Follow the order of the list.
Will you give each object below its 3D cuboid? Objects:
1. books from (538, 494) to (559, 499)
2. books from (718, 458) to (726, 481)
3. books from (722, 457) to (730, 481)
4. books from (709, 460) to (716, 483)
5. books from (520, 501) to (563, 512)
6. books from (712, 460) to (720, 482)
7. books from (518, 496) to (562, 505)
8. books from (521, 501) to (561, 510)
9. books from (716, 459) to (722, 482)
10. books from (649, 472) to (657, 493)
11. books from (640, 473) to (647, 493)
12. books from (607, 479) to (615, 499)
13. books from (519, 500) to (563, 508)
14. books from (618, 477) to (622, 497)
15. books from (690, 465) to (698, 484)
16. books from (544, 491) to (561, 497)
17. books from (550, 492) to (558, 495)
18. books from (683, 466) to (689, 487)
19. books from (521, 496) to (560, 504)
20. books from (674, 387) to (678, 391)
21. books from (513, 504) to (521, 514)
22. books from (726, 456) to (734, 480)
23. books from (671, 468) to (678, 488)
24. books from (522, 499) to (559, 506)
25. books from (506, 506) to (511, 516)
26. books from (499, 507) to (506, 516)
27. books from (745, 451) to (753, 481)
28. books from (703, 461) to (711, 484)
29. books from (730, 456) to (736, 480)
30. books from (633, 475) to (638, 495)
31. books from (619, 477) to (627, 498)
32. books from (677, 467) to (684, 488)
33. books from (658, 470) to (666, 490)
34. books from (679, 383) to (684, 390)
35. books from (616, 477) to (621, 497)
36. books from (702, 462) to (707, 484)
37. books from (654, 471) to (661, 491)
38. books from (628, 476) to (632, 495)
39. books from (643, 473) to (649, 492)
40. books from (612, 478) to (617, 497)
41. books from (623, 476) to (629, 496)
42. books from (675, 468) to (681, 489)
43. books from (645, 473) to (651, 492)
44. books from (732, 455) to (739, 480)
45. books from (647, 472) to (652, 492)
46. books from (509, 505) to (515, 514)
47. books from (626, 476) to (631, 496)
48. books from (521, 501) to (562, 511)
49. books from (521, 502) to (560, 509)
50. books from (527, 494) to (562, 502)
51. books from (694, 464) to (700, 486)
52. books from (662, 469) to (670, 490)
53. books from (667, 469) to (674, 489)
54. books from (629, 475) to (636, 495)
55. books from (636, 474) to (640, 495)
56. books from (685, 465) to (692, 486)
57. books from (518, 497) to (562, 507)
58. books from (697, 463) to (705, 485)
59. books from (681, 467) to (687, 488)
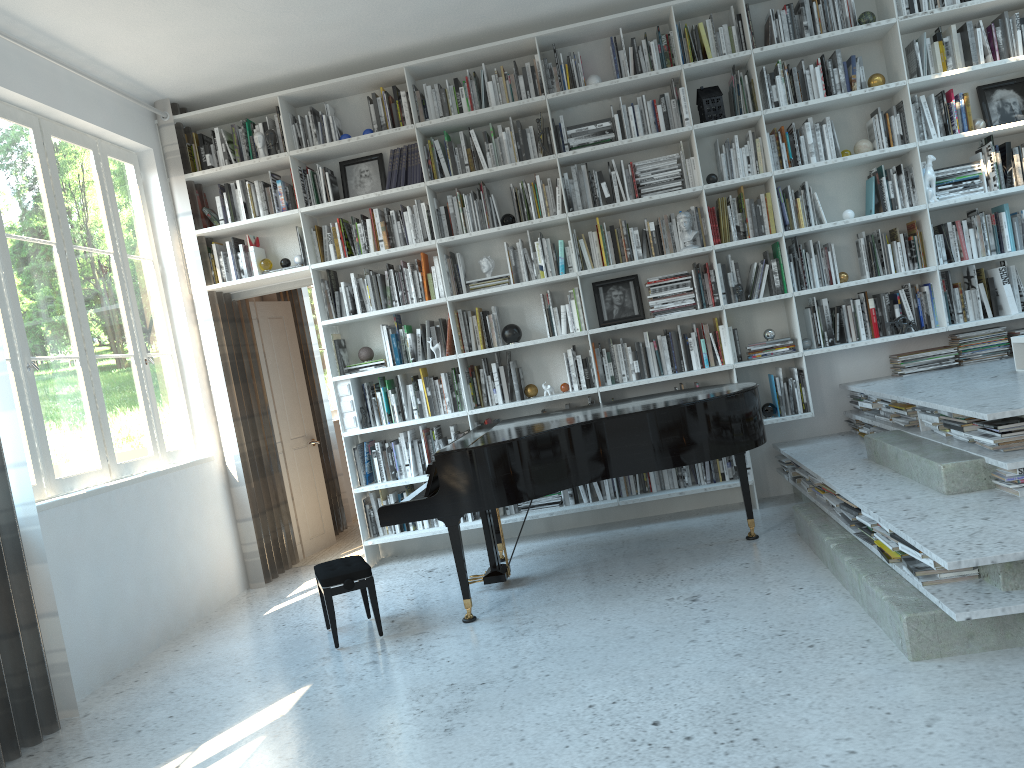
[{"bbox_3d":[0.186,0.736,5.836,0.254,0.007,0.160,-10,2,8],"label":"books"},{"bbox_3d":[1.331,0.515,5.679,0.024,0.191,0.154,-10,2,7],"label":"books"},{"bbox_3d":[1.351,0.504,5.665,0.022,0.205,0.191,-10,2,7],"label":"books"},{"bbox_3d":[1.261,0.464,5.665,0.013,0.317,0.186,-10,2,7],"label":"books"},{"bbox_3d":[0.198,0.804,5.842,0.285,0.007,0.159,-10,2,7],"label":"books"},{"bbox_3d":[1.291,0.497,5.687,0.028,0.239,0.140,-10,2,7],"label":"books"},{"bbox_3d":[0.190,0.756,5.835,0.285,0.007,0.159,-10,2,9],"label":"books"},{"bbox_3d":[0.195,0.790,5.841,0.254,0.007,0.160,-10,2,7],"label":"books"},{"bbox_3d":[1.307,0.485,5.669,0.011,0.258,0.171,-10,2,7],"label":"books"},{"bbox_3d":[0.900,0.584,5.720,0.028,0.206,0.174,-10,2,7],"label":"books"},{"bbox_3d":[0.840,0.574,5.750,0.022,0.247,0.143,-10,2,7],"label":"books"},{"bbox_3d":[0.641,0.644,5.766,0.024,0.180,0.171,-10,2,7],"label":"books"},{"bbox_3d":[0.191,0.777,5.832,0.285,0.007,0.159,-10,2,3],"label":"books"},{"bbox_3d":[0.695,0.604,5.773,0.010,0.238,0.134,-10,2,7],"label":"books"},{"bbox_3d":[1.156,0.535,5.714,0.040,0.212,0.129,-10,2,7],"label":"books"},{"bbox_3d":[0.184,0.730,5.827,0.285,0.007,0.159,-10,2,2],"label":"books"},{"bbox_3d":[0.184,0.722,5.836,0.254,0.007,0.160,-10,2,8],"label":"books"},{"bbox_3d":[1.097,0.508,5.695,0.014,0.288,0.184,-10,2,7],"label":"books"},{"bbox_3d":[0.188,0.750,5.831,0.254,0.007,0.160,-10,2,3],"label":"books"},{"bbox_3d":[1.063,0.161,5.633,0.012,0.285,0.159,-10,2,7],"label":"books"},{"bbox_3d":[0.014,0.704,5.856,0.027,0.282,0.129,-10,2,7],"label":"books"},{"bbox_3d":[1.375,0.488,5.673,0.028,0.228,0.161,-10,2,7],"label":"books"},{"bbox_3d":[1.040,0.560,5.721,0.024,0.203,0.144,-10,2,7],"label":"books"},{"bbox_3d":[0.191,0.763,5.831,0.254,0.007,0.160,-10,2,3],"label":"books"},{"bbox_3d":[-0.032,0.738,5.855,0.023,0.231,0.164,-10,2,7],"label":"books"},{"bbox_3d":[-0.065,0.768,5.863,0.053,0.184,0.148,-10,2,7],"label":"books"},{"bbox_3d":[1.457,0.454,5.590,0.038,0.269,0.277,-10,2,7],"label":"books"},{"bbox_3d":[1.239,0.501,5.666,0.044,0.251,0.186,-10,2,7],"label":"books"},{"bbox_3d":[1.391,0.471,5.661,0.013,0.256,0.176,-10,2,7],"label":"books"},{"bbox_3d":[0.781,0.539,5.744,0.012,0.337,0.144,-10,2,7],"label":"books"},{"bbox_3d":[0.708,0.593,5.746,0.026,0.256,0.183,-10,2,7],"label":"books"},{"bbox_3d":[1.073,0.550,5.708,0.022,0.213,0.167,-10,2,7],"label":"books"},{"bbox_3d":[0.950,0.530,5.730,0.026,0.294,0.155,-10,2,7],"label":"books"},{"bbox_3d":[1.097,0.146,5.614,0.013,0.303,0.181,-10,2,7],"label":"books"},{"bbox_3d":[0.682,0.599,5.771,0.012,0.254,0.160,-10,2,7],"label":"books"},{"bbox_3d":[1.209,0.485,5.678,0.011,0.293,0.184,-10,2,7],"label":"books"},{"bbox_3d":[0.933,0.583,5.747,0.030,0.197,0.143,-10,2,7],"label":"books"},{"bbox_3d":[0.756,0.583,5.770,0.010,0.259,0.131,-10,2,7],"label":"books"},{"bbox_3d":[0.857,0.575,5.745,0.012,0.239,0.128,-10,2,7],"label":"books"},{"bbox_3d":[0.660,0.611,5.782,0.021,0.237,0.115,-10,2,7],"label":"books"},{"bbox_3d":[0.724,0.568,5.743,0.014,0.301,0.184,-10,2,7],"label":"books"},{"bbox_3d":[1.049,0.518,5.704,0.013,0.285,0.184,-10,2,7],"label":"books"},{"bbox_3d":[0.866,0.554,5.747,0.012,0.276,0.154,-10,2,7],"label":"books"},{"bbox_3d":[1.414,0.487,5.653,0.029,0.218,0.190,-10,2,7],"label":"books"},{"bbox_3d":[0.880,0.562,5.746,0.012,0.255,0.150,-10,2,7],"label":"books"},{"bbox_3d":[-0.007,0.735,5.860,0.027,0.227,0.139,-10,2,7],"label":"books"},{"bbox_3d":[0.736,0.545,5.757,0.014,0.340,0.139,-10,2,7],"label":"books"},{"bbox_3d":[0.195,0.798,5.833,0.254,0.007,0.160,-10,2,11],"label":"books"},{"bbox_3d":[0.194,0.784,5.839,0.254,0.007,0.160,-10,2,8],"label":"books"},{"bbox_3d":[0.187,0.743,5.830,0.285,0.007,0.159,-10,2,3],"label":"books"},{"bbox_3d":[1.177,0.535,5.679,0.010,0.206,0.179,-10,2,7],"label":"books"},{"bbox_3d":[0.983,0.555,5.730,0.030,0.235,0.138,-10,2,7],"label":"books"},{"bbox_3d":[1.009,0.537,5.725,0.028,0.261,0.132,-10,2,7],"label":"books"},{"bbox_3d":[0.771,0.578,5.758,0.025,0.264,0.144,-10,2,7],"label":"books"},{"bbox_3d":[0.805,0.548,5.742,0.034,0.311,0.169,-10,2,7],"label":"books"},{"bbox_3d":[1.119,0.516,5.709,0.024,0.262,0.131,-10,2,7],"label":"books"},{"bbox_3d":[0.192,0.770,5.829,0.285,0.007,0.159,-10,2,12],"label":"books"},{"bbox_3d":[1.197,0.529,5.681,0.029,0.210,0.170,-10,2,7],"label":"books"},{"bbox_3d":[1.079,0.487,5.694,0.014,0.336,0.182,-10,2,7],"label":"books"}]
